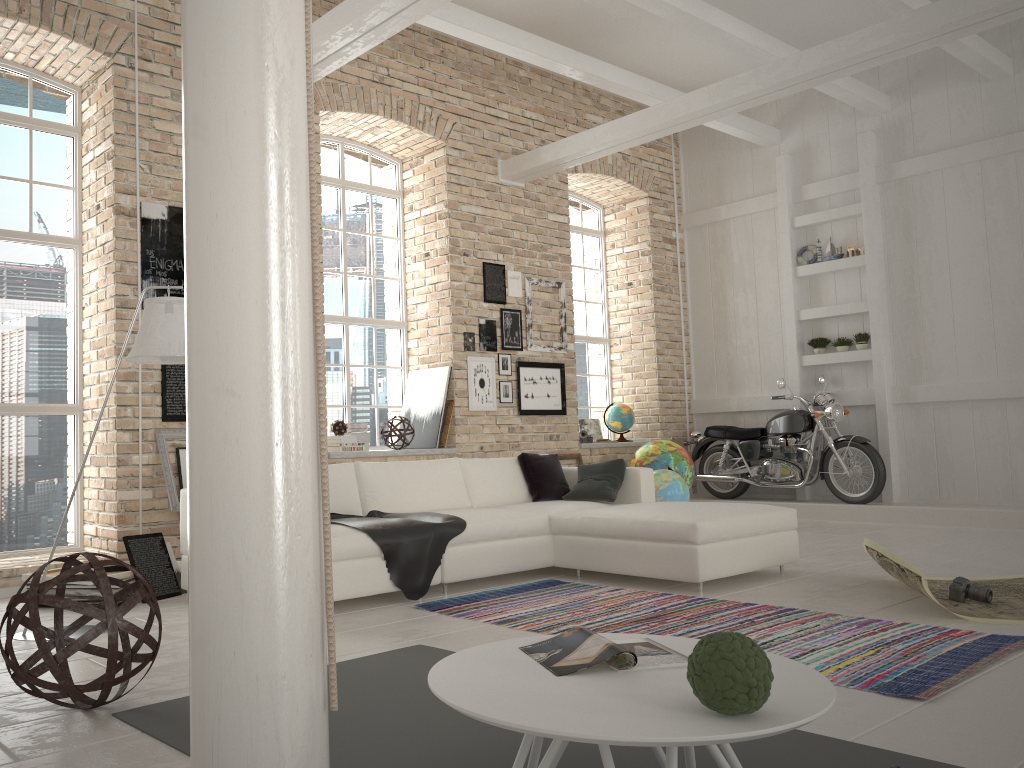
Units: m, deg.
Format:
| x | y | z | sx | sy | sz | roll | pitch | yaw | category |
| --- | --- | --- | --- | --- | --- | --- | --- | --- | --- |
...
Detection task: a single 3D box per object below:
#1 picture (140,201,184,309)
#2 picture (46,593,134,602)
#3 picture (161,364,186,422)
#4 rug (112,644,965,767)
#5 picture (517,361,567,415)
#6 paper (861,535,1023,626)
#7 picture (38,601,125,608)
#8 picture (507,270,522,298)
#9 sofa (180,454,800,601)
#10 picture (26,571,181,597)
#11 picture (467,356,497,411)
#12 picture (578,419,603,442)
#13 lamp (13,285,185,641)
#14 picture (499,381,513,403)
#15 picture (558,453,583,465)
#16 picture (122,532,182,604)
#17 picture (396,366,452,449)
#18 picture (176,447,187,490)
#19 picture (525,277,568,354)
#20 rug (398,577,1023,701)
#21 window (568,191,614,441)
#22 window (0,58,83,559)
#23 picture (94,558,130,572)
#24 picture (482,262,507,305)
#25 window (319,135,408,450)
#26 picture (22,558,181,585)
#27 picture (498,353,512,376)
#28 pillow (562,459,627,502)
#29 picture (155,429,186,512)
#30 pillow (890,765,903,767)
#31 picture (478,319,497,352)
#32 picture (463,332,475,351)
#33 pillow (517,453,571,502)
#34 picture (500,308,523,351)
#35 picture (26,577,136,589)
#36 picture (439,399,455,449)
| x | y | z | sx | sy | sz | roll | pitch | yaw | category |
| --- | --- | --- | --- | --- | --- | --- | --- | --- | --- |
| -2.470 | -0.927 | 6.613 | 0.551 | 0.786 | 0.039 | 2 | -6 | -42 | picture |
| -2.581 | 1.280 | 5.610 | 0.581 | 0.048 | 0.793 | -1 | -4 | -7 | picture |
| -2.372 | -0.060 | 6.628 | 0.477 | 0.681 | 0.069 | 2 | -6 | -42 | picture |
| 0.117 | 1.055 | 2.486 | 1.343 | 0.042 | 2.899 | 2 | -5 | -44 | rug |
| 0.298 | 0.048 | 8.985 | 0.666 | 0.535 | 0.034 | 2 | -6 | -42 | picture |
| 2.566 | 0.989 | 4.653 | 1.095 | 0.265 | 1.421 | -2 | -4 | 11 | paper |
| -2.549 | 1.315 | 5.586 | 0.600 | 0.048 | 0.768 | -2 | -4 | 7 | picture |
| 0.026 | -0.993 | 8.862 | 0.181 | 0.259 | 0.013 | 2 | -6 | -42 | picture |
| -0.075 | 0.879 | 5.536 | 3.061 | 0.842 | 2.319 | 2 | -5 | -42 | sofa |
| -2.544 | 1.242 | 5.620 | 0.612 | 0.048 | 0.751 | -3 | -4 | 16 | picture |
| -0.283 | -0.002 | 8.471 | 0.342 | 0.514 | 0.014 | 1 | -6 | -42 | picture |
| 0.921 | 0.555 | 10.443 | 0.366 | 0.292 | 0.072 | 2 | -6 | -42 | picture |
| -2.051 | 0.369 | 4.627 | 0.988 | 1.776 | 0.457 | -2 | -4 | -7 | lamp |
| -0.059 | 0.080 | 8.671 | 0.164 | 0.213 | 0.012 | 2 | -6 | -42 | picture |
| 0.617 | 1.082 | 9.021 | 0.472 | 0.748 | 0.237 | 2 | -6 | -42 | picture |
| -2.211 | 1.127 | 5.486 | 0.203 | 0.405 | 0.312 | -4 | -4 | 25 | picture |
| -0.832 | 0.232 | 8.399 | 0.229 | 0.764 | 0.628 | 2 | -5 | -43 | picture |
| -2.185 | 0.745 | 6.591 | 0.537 | 0.569 | 0.157 | 2 | -6 | -42 | picture |
| 0.348 | -0.695 | 9.108 | 0.564 | 0.749 | 0.027 | 1 | -6 | -42 | picture |
| 0.817 | 1.155 | 4.316 | 1.315 | 0.008 | 2.862 | 2 | -5 | -44 | rug |
| 4.763 | -1.196 | 6.013 | 1.336 | 2.990 | 12.209 | 2 | -5 | -43 | window |
| 0.316 | -0.986 | 1.993 | 1.336 | 3.657 | 12.209 | 2 | -5 | -43 | window |
| -2.490 | 1.146 | 5.683 | 0.281 | 0.048 | 0.398 | -1 | -4 | -16 | picture |
| -0.169 | -0.979 | 8.680 | 0.276 | 0.394 | 0.020 | 2 | -6 | -42 | picture |
| 2.543 | -1.257 | 4.024 | 1.336 | 2.990 | 12.209 | 2 | -5 | -43 | window |
| -2.548 | 1.164 | 5.591 | 0.620 | 0.048 | 0.741 | -3 | -4 | 24 | picture |
| -0.070 | -0.188 | 8.690 | 0.164 | 0.213 | 0.012 | 2 | -6 | -42 | picture |
| 0.612 | 0.708 | 6.581 | 0.444 | 0.305 | 0.319 | -5 | -5 | 37 | pillow |
| -2.263 | 0.609 | 6.439 | 0.508 | 0.583 | 0.303 | 2 | -5 | -42 | picture |
| 0.990 | 0.935 | 1.865 | 0.373 | 0.164 | 0.335 | -3 | -4 | 23 | pillow |
| -0.231 | -0.466 | 8.572 | 0.214 | 0.306 | 0.015 | 2 | -6 | -42 | picture |
| -0.403 | -0.399 | 8.411 | 0.125 | 0.179 | 0.009 | 1 | -5 | -36 | picture |
| 0.260 | 0.718 | 6.861 | 0.398 | 0.390 | 0.259 | 2 | -5 | -42 | pillow |
| -0.001 | -0.534 | 8.777 | 0.273 | 0.409 | 0.011 | 1 | -6 | -42 | picture |
| -2.567 | 1.203 | 5.610 | 0.597 | 0.048 | 0.771 | -2 | -4 | 4 | picture |
| -0.690 | 0.379 | 8.286 | 0.161 | 0.460 | 0.387 | 2 | -5 | -44 | picture |
